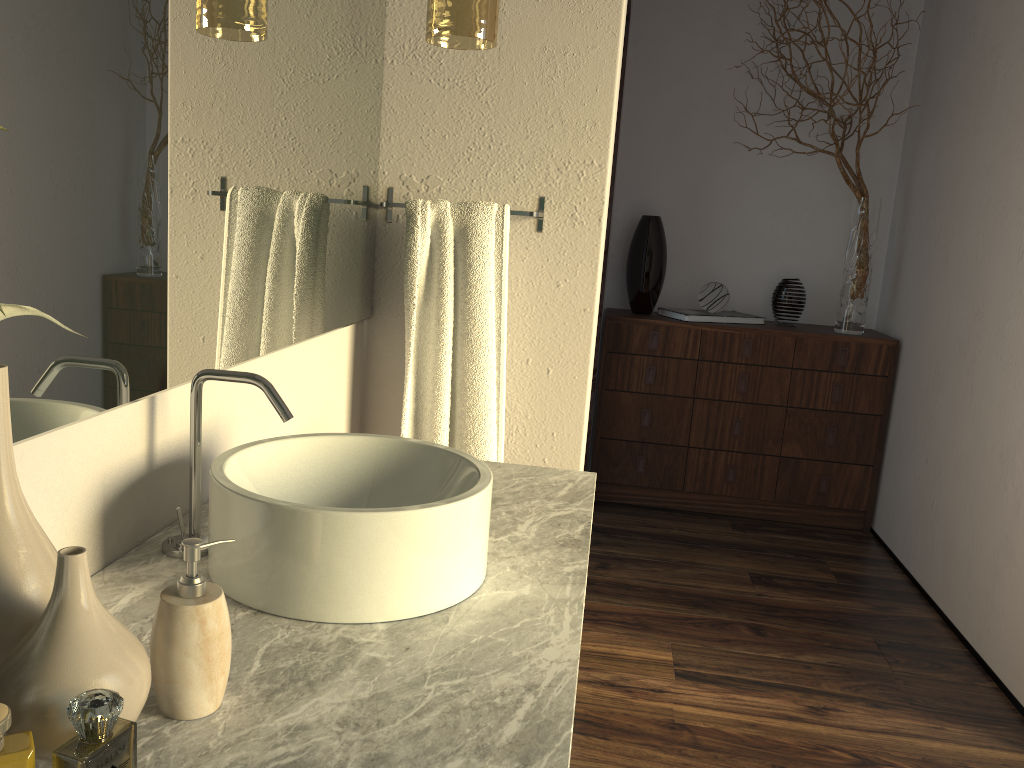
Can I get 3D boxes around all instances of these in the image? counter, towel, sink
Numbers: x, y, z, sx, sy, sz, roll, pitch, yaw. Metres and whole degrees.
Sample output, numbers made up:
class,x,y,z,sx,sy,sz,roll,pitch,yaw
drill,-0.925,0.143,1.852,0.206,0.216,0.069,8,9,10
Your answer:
class,x,y,z,sx,sy,sz,roll,pitch,yaw
counter,-0.269,0.381,0.620,0.591,0.101,2.243,5,10,6
towel,-0.135,-0.095,2.018,0.263,0.637,0.158,9,12,25
sink,-0.207,0.170,1.148,0.353,0.131,0.361,1,11,-15

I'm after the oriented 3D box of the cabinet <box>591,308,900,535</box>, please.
class,x,y,z,sx,sy,sz,roll,pitch,yaw
cabinet,0.940,0.135,3.801,1.147,0.801,0.400,6,11,8

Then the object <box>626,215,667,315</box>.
class,x,y,z,sx,sy,sz,roll,pitch,yaw
object,0.576,-0.510,3.794,0.173,0.417,0.167,8,11,20

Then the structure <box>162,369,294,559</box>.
class,x,y,z,sx,sy,sz,roll,pitch,yaw
structure,-0.369,0.105,1.135,0.166,0.242,0.065,6,11,12

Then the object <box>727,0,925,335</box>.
class,x,y,z,sx,sy,sz,roll,pitch,yaw
object,1.151,-0.947,3.509,0.714,1.451,0.845,-4,13,-39

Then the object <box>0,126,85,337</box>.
class,x,y,z,sx,sy,sz,roll,pitch,yaw
object,-0.436,0.056,0.652,0.186,0.505,0.246,2,11,-15

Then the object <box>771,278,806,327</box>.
class,x,y,z,sx,sy,sz,roll,pitch,yaw
object,1.163,-0.347,3.722,0.135,0.200,0.142,-4,13,-38

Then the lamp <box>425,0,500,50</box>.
class,x,y,z,sx,sy,sz,roll,pitch,yaw
lamp,-0.066,-1.084,1.633,0.135,0.868,0.142,-4,14,-39

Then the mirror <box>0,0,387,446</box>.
class,x,y,z,sx,sy,sz,roll,pitch,yaw
mirror,-0.545,-0.378,0.067,0.017,1.153,4.050,5,10,6

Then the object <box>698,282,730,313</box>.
class,x,y,z,sx,sy,sz,roll,pitch,yaw
object,0.861,-0.369,3.771,0.131,0.131,0.130,5,10,3

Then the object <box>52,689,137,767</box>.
class,x,y,z,sx,sy,sz,roll,pitch,yaw
object,-0.309,0.272,0.657,0.039,0.091,0.056,7,11,17

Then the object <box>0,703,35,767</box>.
class,x,y,z,sx,sy,sz,roll,pitch,yaw
object,-0.373,0.275,0.623,0.064,0.092,0.039,-2,12,-32

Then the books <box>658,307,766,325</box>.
class,x,y,z,sx,sy,sz,roll,pitch,yaw
books,0.904,-0.288,3.784,0.490,0.034,0.250,1,11,-17

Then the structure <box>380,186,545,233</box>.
class,x,y,z,sx,sy,sz,roll,pitch,yaw
structure,-0.115,-0.400,2.024,0.372,0.088,0.101,5,11,8

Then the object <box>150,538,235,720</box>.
class,x,y,z,sx,sy,sz,roll,pitch,yaw
object,-0.288,0.215,0.795,0.070,0.158,0.071,2,11,-10

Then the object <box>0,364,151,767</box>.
class,x,y,z,sx,sy,sz,roll,pitch,yaw
object,-0.402,0.144,0.742,0.245,0.305,0.117,11,13,34
